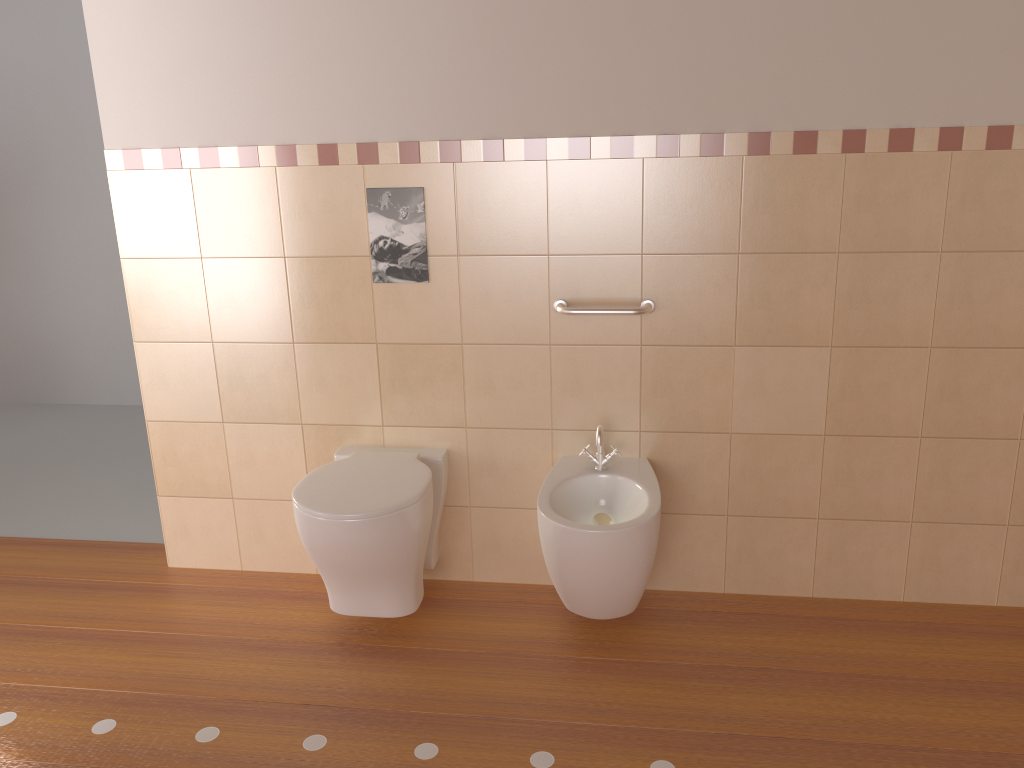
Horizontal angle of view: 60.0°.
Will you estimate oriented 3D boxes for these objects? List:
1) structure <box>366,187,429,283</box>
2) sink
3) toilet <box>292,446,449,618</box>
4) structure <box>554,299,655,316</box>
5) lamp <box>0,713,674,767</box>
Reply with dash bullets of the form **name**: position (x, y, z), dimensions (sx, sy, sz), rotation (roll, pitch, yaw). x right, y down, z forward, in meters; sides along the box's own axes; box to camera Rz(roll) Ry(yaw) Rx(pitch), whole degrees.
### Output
- **structure**: position (-0.336, -0.434, 2.604), dimensions (0.170, 0.279, 0.005), rotation (1, 17, 8)
- **sink**: position (0.249, 0.404, 2.504), dimensions (0.335, 0.517, 0.515), rotation (1, 17, 8)
- **toilet**: position (-0.406, 0.453, 2.609), dimensions (0.375, 0.400, 0.534), rotation (1, 17, 8)
- **structure**: position (0.262, -0.214, 2.540), dimensions (0.295, 0.042, 0.091), rotation (1, 17, 8)
- **lamp**: position (-1.006, 1.318, 0.733), dimensions (2.893, 0.001, 3.173), rotation (1, 17, 8)
